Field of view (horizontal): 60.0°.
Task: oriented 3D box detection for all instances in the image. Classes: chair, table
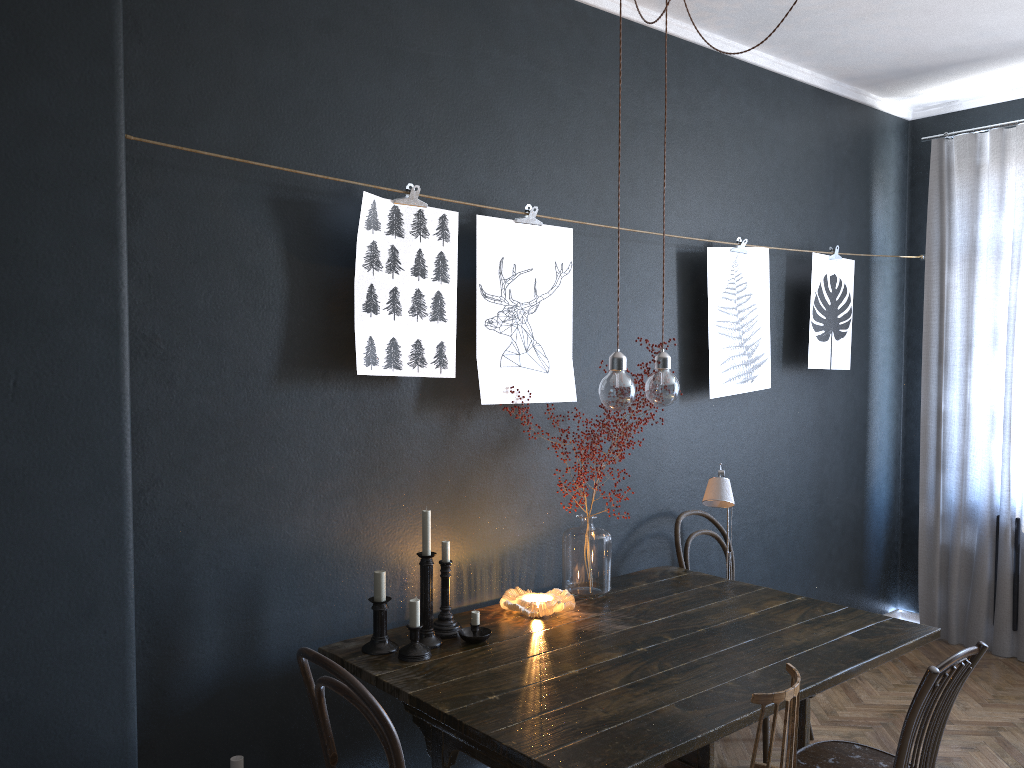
[{"bbox_3d":[0.501,1.104,2.142,0.383,0.857,0.455,2,3,35],"label":"chair"},{"bbox_3d":[0.394,1.143,2.755,1.604,0.728,1.125,-2,3,-40],"label":"table"},{"bbox_3d":[1.035,1.105,2.523,0.363,0.820,0.466,-2,4,-41],"label":"chair"},{"bbox_3d":[-0.247,1.064,2.206,0.549,0.921,0.437,-2,4,-38],"label":"chair"},{"bbox_3d":[0.953,1.013,3.679,0.437,0.921,0.549,-2,4,-43],"label":"chair"}]

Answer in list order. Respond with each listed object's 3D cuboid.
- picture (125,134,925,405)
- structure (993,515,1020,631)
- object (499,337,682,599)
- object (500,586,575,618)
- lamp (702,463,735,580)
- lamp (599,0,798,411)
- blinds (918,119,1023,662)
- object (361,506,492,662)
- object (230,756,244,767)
[{"bbox_3d":[0.676,-0.314,3.676,4.456,0.771,0.058,-2,3,-40],"label":"picture"},{"bbox_3d":[3.209,1.017,4.123,0.215,0.601,1.845,-2,3,-40],"label":"structure"},{"bbox_3d":[0.273,0.298,3.200,0.638,0.931,0.556,1,3,20],"label":"object"},{"bbox_3d":[0.085,0.735,2.972,0.254,0.072,0.252,-1,3,-34],"label":"object"},{"bbox_3d":[0.836,0.817,3.584,0.242,1.070,0.799,0,3,4],"label":"lamp"},{"bbox_3d":[0.638,-0.687,2.092,0.583,1.575,1.589,0,3,-9],"label":"lamp"},{"bbox_3d":[3.612,0.084,3.506,0.312,2.791,3.991,-2,3,-40],"label":"blinds"},{"bbox_3d":[-0.253,0.574,2.647,0.368,0.420,0.223,-2,3,-39],"label":"object"},{"bbox_3d":[-0.732,1.077,2.366,0.074,0.173,0.074,0,3,5],"label":"object"}]
